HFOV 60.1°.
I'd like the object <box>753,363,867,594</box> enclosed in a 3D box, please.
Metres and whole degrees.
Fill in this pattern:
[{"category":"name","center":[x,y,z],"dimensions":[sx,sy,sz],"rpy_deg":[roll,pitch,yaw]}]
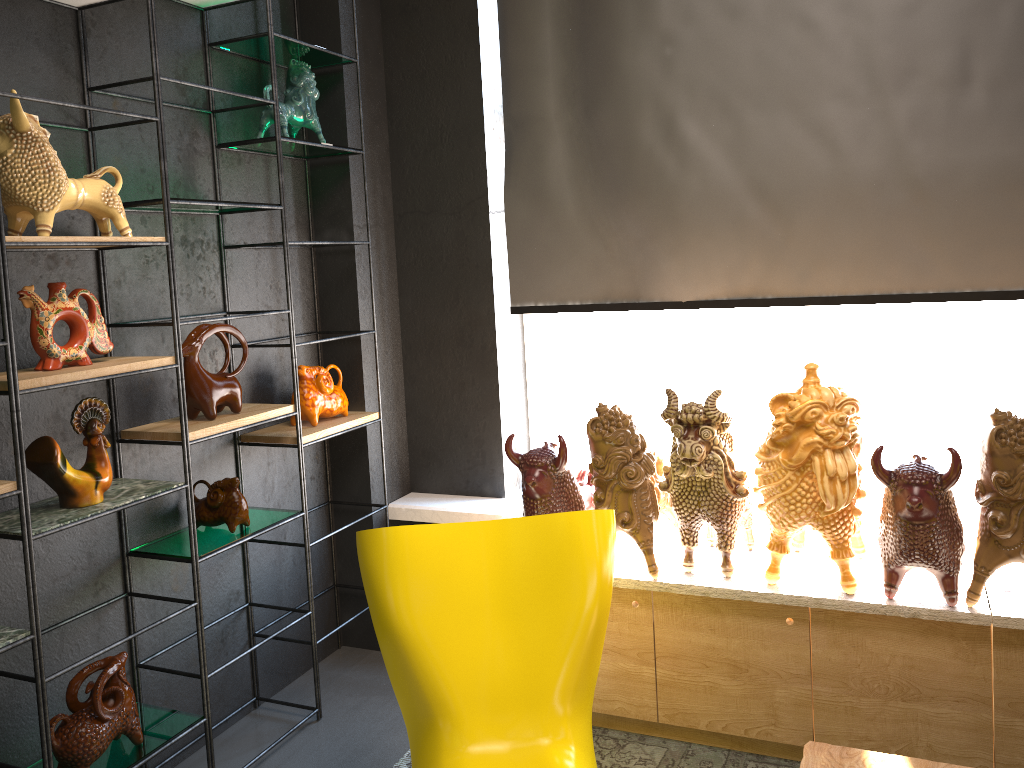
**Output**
[{"category":"object","center":[0.880,0.249,2.584],"dimensions":[0.307,0.651,0.472],"rpy_deg":[-1,6,29]}]

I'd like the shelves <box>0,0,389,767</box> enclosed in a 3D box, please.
[{"category":"shelves","center":[-1.279,-0.661,2.003],"dimensions":[0.274,3.887,3.012],"rpy_deg":[-1,6,24]}]

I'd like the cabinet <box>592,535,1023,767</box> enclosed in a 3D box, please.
[{"category":"cabinet","center":[1.333,0.829,2.477],"dimensions":[2.729,0.527,0.407],"rpy_deg":[0,6,24]}]

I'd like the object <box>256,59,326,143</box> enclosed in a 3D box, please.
[{"category":"object","center":[-0.784,-1.005,3.126],"dimensions":[0.152,0.330,0.291],"rpy_deg":[-2,6,16]}]

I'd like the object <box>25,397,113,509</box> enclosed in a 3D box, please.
[{"category":"object","center":[-1.120,0.175,2.276],"dimensions":[0.123,0.269,0.228],"rpy_deg":[-1,6,24]}]

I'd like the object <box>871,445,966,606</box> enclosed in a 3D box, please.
[{"category":"object","center":[1.144,0.354,2.470],"dimensions":[0.219,0.438,0.466],"rpy_deg":[-1,6,29]}]

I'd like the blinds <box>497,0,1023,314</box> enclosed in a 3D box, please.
[{"category":"blinds","center":[-1.650,-1.132,3.632],"dimensions":[12.731,3.290,3.541],"rpy_deg":[4,9,44]}]

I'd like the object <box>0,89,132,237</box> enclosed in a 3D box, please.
[{"category":"object","center":[-1.148,-0.534,2.228],"dimensions":[0.175,0.350,0.371],"rpy_deg":[-1,6,29]}]

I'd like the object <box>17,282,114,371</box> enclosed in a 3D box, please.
[{"category":"object","center":[-1.144,-0.152,2.281],"dimensions":[0.060,0.222,0.269],"rpy_deg":[-1,6,25]}]

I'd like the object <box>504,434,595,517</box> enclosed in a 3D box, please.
[{"category":"object","center":[0.166,0.347,2.906],"dimensions":[0.219,0.438,0.466],"rpy_deg":[-1,6,29]}]

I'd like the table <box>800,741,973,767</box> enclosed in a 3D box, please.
[{"category":"table","center":[0.855,1.082,1.655],"dimensions":[0.694,0.307,0.835],"rpy_deg":[0,8,24]}]

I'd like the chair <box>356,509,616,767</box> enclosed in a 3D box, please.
[{"category":"chair","center":[-0.016,0.783,2.029],"dimensions":[0.658,0.891,1.076],"rpy_deg":[-4,6,-6]}]

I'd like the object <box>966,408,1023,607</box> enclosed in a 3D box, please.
[{"category":"object","center":[1.386,0.309,2.410],"dimensions":[0.249,0.542,0.478],"rpy_deg":[0,6,32]}]

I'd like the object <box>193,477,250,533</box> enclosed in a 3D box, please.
[{"category":"object","center":[-0.921,0.371,2.771],"dimensions":[0.210,0.168,0.106],"rpy_deg":[0,6,24]}]

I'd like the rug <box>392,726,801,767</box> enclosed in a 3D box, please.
[{"category":"rug","center":[1.027,1.263,1.360],"dimensions":[3.595,0.010,2.206],"rpy_deg":[0,9,24]}]

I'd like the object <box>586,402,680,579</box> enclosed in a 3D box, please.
[{"category":"object","center":[0.408,0.302,2.847],"dimensions":[0.249,0.542,0.478],"rpy_deg":[0,6,32]}]

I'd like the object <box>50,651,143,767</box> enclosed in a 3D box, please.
[{"category":"object","center":[-1.086,0.860,2.282],"dimensions":[0.126,0.248,0.255],"rpy_deg":[-1,6,24]}]

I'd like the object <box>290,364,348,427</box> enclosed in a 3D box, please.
[{"category":"object","center":[-0.700,0.028,3.227],"dimensions":[0.138,0.221,0.280],"rpy_deg":[-1,7,25]}]

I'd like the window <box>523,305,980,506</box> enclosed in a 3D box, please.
[{"category":"window","center":[1.053,-1.134,3.261],"dimensions":[2.307,3.151,0.051],"rpy_deg":[-1,4,24]}]

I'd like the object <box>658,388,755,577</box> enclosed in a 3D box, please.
[{"category":"object","center":[0.595,0.281,2.728],"dimensions":[0.271,0.576,0.433],"rpy_deg":[-2,5,17]}]

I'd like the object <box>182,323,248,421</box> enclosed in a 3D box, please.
[{"category":"object","center":[-0.927,-0.041,2.727],"dimensions":[0.114,0.288,0.251],"rpy_deg":[-1,6,24]}]
